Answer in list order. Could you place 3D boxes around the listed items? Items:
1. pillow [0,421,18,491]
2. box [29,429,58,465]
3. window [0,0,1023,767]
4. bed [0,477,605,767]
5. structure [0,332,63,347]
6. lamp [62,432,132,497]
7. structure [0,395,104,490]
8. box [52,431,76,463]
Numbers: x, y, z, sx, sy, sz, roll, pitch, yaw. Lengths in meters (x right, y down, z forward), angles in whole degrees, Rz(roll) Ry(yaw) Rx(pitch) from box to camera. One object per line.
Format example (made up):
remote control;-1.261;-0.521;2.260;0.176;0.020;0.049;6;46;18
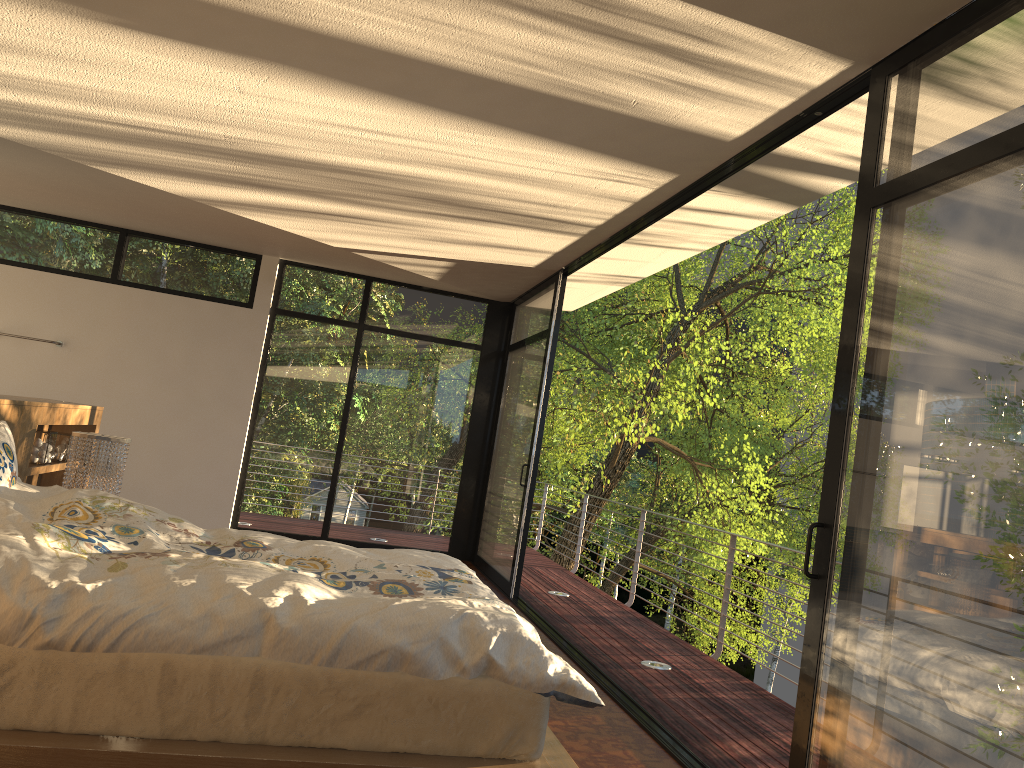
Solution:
pillow;-1.922;0.347;3.110;0.256;0.440;0.611;10;-5;-8
box;-2.476;0.329;4.627;0.118;0.171;0.122;10;-5;-13
window;-2.377;-0.332;2.764;6.949;2.519;10.133;10;-5;-13
bed;-0.977;0.807;2.927;2.186;0.714;1.797;10;-5;-13
structure;-4.024;-0.378;7.328;0.547;0.056;0.195;10;-5;-14
lamp;-2.051;0.606;4.302;0.265;0.732;0.160;10;-6;-14
structure;-2.124;0.468;2.503;0.312;0.976;5.697;10;-5;-11
box;-2.535;0.352;4.945;0.136;0.156;0.154;10;-5;-13
